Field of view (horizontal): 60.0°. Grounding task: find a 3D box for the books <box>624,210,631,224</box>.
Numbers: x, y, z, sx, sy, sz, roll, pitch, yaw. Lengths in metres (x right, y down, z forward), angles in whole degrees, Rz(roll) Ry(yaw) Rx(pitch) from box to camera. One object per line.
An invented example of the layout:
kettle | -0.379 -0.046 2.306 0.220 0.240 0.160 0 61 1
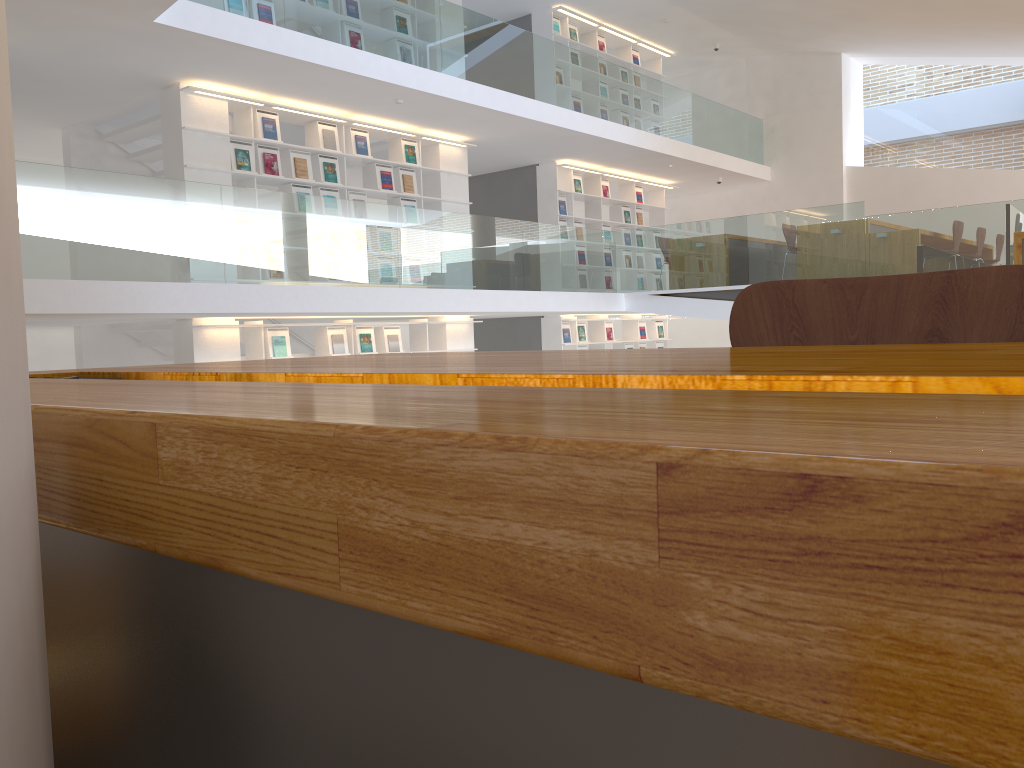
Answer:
books | 1.732 -2.490 13.290 0.037 0.210 0.145 1 4 40

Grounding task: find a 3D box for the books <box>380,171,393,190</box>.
books | -1.349 -2.188 9.560 0.037 0.210 0.145 1 4 40

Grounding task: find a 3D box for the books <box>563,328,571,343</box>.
books | 0.752 -0.655 12.160 0.037 0.210 0.145 1 4 40

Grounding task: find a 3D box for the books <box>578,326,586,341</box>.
books | 0.979 -0.712 12.432 0.037 0.210 0.145 1 4 40

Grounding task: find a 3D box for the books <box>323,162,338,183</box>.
books | -1.838 -2.136 8.980 0.037 0.210 0.145 1 4 40

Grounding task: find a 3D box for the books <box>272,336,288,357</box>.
books | -2.236 -0.357 8.540 0.037 0.210 0.145 1 4 40

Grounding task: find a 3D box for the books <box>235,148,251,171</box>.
books | -2.491 -2.068 8.216 0.037 0.210 0.145 1 4 40

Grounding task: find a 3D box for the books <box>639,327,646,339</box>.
books | 2.015 -0.779 13.655 0.037 0.210 0.145 1 4 40

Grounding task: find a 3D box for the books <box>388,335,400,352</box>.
books | -1.286 -0.432 9.660 0.037 0.210 0.145 1 4 40

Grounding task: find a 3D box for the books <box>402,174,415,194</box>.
books | -1.145 -2.205 9.801 0.037 0.210 0.145 1 4 40

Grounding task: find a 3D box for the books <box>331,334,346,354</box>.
books | -1.777 -0.403 9.081 0.037 0.210 0.145 1 4 40

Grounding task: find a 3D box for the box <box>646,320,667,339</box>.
box | 2.280 -0.862 14.125 0.274 0.296 0.245 1 4 40

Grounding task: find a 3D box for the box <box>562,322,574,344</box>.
box | 0.667 -0.697 12.224 0.274 0.296 0.245 1 4 40

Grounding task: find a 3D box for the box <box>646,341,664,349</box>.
box | 2.291 -0.534 14.143 0.274 0.296 0.245 1 4 40

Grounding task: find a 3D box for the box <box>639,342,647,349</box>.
box | 1.952 -0.500 13.743 0.274 0.296 0.245 1 4 40

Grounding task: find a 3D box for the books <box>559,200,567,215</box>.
books | 0.689 -2.386 12.056 0.037 0.210 0.145 1 4 40

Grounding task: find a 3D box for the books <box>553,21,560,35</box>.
books | 0.589 -4.762 11.901 0.037 0.210 0.145 1 4 40

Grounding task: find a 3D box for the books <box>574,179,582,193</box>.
books | 0.916 -2.739 12.323 0.037 0.210 0.145 1 4 40

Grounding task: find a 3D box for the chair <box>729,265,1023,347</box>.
chair | 0.352 0.221 0.975 0.428 0.693 0.381 1 4 40

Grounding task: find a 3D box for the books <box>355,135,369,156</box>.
books | -1.573 -2.494 9.286 0.037 0.210 0.145 1 4 40

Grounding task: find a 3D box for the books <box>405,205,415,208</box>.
books | -1.121 -1.875 9.830 0.037 0.210 0.145 1 4 40

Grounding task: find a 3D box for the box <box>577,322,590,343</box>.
box | 0.908 -0.723 12.507 0.274 0.296 0.245 1 4 40

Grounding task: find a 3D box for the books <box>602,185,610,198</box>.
books | 1.361 -2.768 12.847 0.037 0.210 0.145 1 4 40

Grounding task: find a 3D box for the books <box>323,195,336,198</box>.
books | -1.839 -1.805 8.989 0.037 0.210 0.145 1 4 40

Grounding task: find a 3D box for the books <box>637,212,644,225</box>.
books | 1.958 -2.512 13.556 0.037 0.210 0.145 1 4 40

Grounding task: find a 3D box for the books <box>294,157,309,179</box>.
books | -2.070 -2.113 8.711 0.037 0.210 0.145 1 4 40

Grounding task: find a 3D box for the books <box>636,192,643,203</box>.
books | 1.947 -2.826 13.539 0.037 0.210 0.145 1 4 40

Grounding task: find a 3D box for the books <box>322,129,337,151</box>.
books | -1.844 -2.466 8.966 0.037 0.210 0.145 1 4 40

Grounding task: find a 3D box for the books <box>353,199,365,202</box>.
books | -1.591 -1.823 9.276 0.037 0.210 0.145 1 4 40

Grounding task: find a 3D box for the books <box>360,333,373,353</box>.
books | -1.538 -0.427 9.363 0.037 0.210 0.145 1 4 40

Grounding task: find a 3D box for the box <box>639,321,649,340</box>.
box | 1.941 -0.827 13.725 0.274 0.296 0.245 1 4 40

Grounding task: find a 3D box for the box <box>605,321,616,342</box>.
box | 1.347 -0.769 13.022 0.274 0.296 0.245 1 4 40

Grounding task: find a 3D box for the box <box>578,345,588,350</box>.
box | 0.934 -0.402 12.544 0.274 0.296 0.245 1 4 40

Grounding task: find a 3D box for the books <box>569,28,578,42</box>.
books | 0.848 -4.784 12.207 0.037 0.210 0.145 1 4 40

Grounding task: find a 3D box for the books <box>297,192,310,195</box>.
books | -2.046 -1.782 8.740 0.037 0.210 0.145 1 4 40

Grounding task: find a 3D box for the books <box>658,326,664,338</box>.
books | 2.362 -0.819 14.063 0.037 0.210 0.145 1 4 40

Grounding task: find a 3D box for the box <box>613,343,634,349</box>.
box | 1.718 -0.476 13.468 0.274 0.296 0.245 1 4 40

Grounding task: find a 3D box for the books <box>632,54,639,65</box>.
books | 1.879 -4.872 13.423 0.037 0.210 0.145 1 4 40

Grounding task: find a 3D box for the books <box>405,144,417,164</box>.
books | -1.121 -2.538 9.819 0.037 0.210 0.145 1 4 40

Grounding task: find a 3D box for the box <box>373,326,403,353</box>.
box | -3.522 1.473 7.209 0.498 3.764 7.125 1 4 40

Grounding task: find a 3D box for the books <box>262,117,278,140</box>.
books | -2.301 -2.421 8.428 0.037 0.210 0.145 1 4 40

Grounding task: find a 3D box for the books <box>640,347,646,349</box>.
books | 2.026 -0.465 13.673 0.037 0.210 0.145 1 4 40

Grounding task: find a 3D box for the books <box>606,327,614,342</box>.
books | 1.429 -0.720 12.963 0.037 0.210 0.145 1 4 40

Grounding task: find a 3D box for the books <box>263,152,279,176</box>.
books | -2.294 -2.092 8.447 0.037 0.210 0.145 1 4 40

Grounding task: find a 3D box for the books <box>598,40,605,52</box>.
books | 1.292 -4.813 12.731 0.037 0.210 0.145 1 4 40
